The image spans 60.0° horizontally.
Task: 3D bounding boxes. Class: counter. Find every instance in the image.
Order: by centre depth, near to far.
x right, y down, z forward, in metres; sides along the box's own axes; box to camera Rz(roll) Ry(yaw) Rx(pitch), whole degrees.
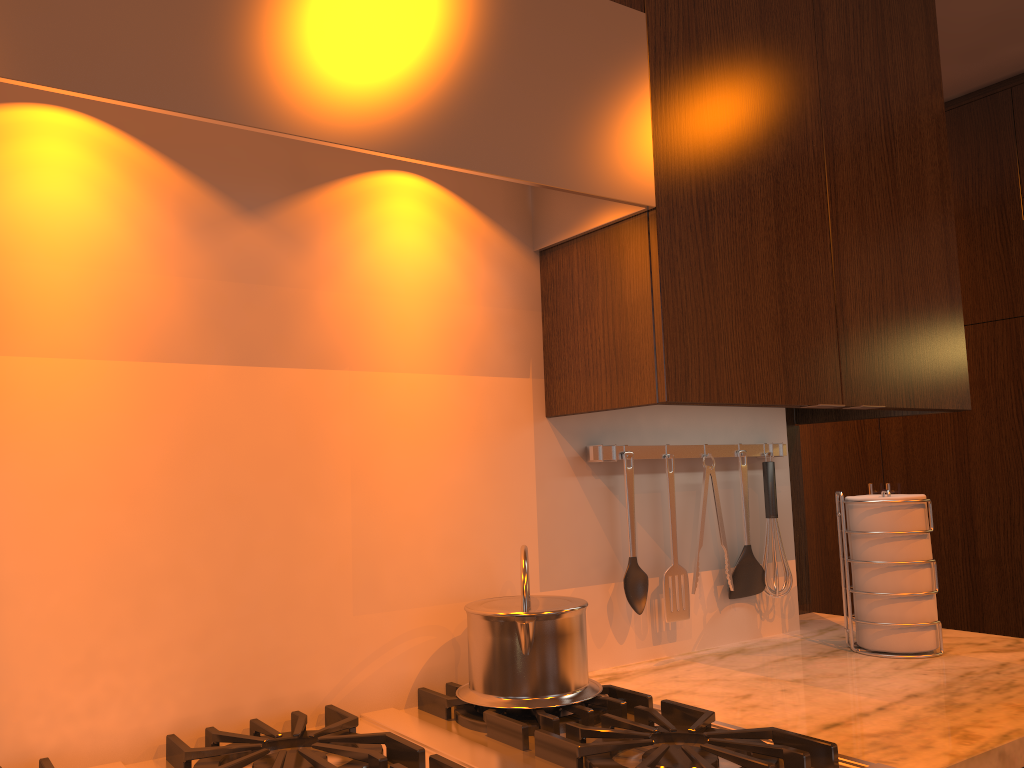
[{"bbox_3d":[-0.249,0.426,0.409,3.616,0.038,3.187,2,-7,-35],"label":"counter"}]

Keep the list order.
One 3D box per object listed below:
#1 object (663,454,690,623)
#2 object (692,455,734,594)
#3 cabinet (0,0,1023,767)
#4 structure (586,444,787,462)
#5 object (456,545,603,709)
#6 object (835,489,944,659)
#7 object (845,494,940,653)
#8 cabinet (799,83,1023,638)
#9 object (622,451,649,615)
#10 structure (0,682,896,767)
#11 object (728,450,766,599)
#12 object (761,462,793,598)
[{"bbox_3d":[0.308,0.291,1.689,0.066,0.314,0.004,2,-7,-35],"label":"object"},{"bbox_3d":[0.388,0.275,1.746,0.114,0.271,0.008,2,-7,-35],"label":"object"},{"bbox_3d":[1.194,-0.267,0.061,5.521,2.997,7.728,2,-7,-35],"label":"cabinet"},{"bbox_3d":[0.368,0.134,1.758,0.541,0.031,0.048,2,-7,-31],"label":"structure"},{"bbox_3d":[0.022,0.355,1.349,0.221,0.218,0.221,-7,-8,40],"label":"object"},{"bbox_3d":[0.720,0.356,1.708,0.160,0.304,0.168,-3,-6,9],"label":"object"},{"bbox_3d":[0.729,0.358,1.706,0.149,0.286,0.144,-6,-7,37],"label":"object"},{"bbox_3d":[2.103,0.235,2.964,0.690,2.540,3.924,2,-7,-35],"label":"cabinet"},{"bbox_3d":[0.221,0.272,1.627,0.061,0.296,0.020,2,-7,-36],"label":"object"},{"bbox_3d":[-0.202,0.455,1.009,1.067,0.422,0.824,2,-7,-35],"label":"structure"},{"bbox_3d":[0.470,0.288,1.821,0.112,0.303,0.036,2,-7,-35],"label":"object"},{"bbox_3d":[0.544,0.303,1.851,0.063,0.281,0.063,-6,-7,32],"label":"object"}]
